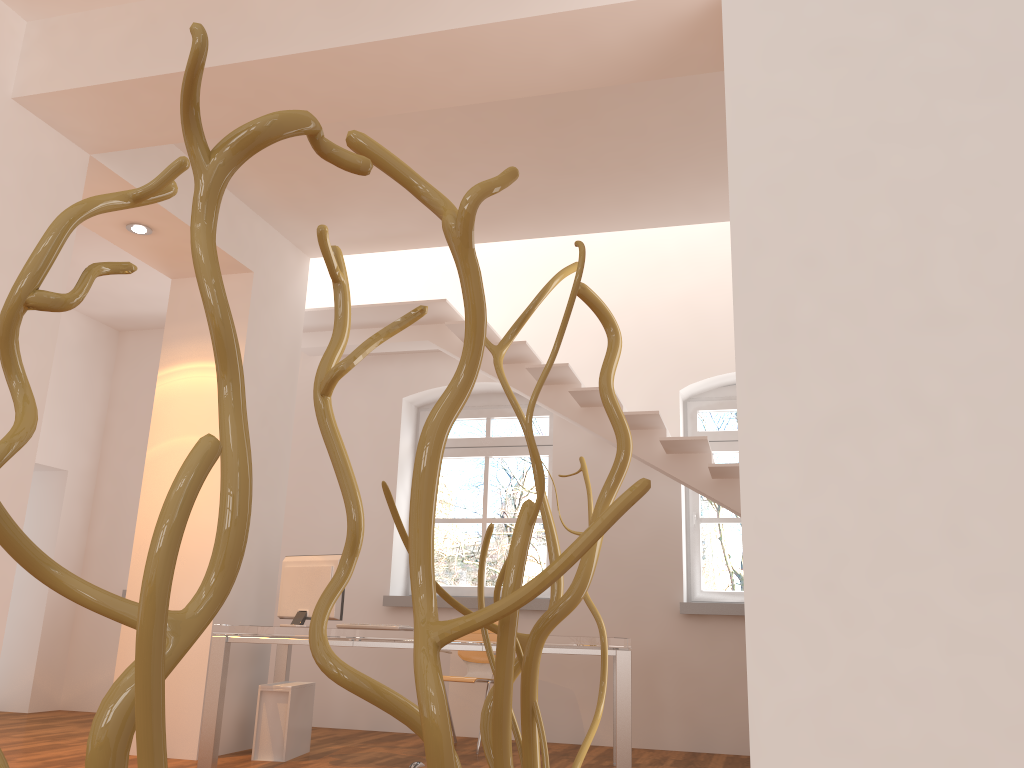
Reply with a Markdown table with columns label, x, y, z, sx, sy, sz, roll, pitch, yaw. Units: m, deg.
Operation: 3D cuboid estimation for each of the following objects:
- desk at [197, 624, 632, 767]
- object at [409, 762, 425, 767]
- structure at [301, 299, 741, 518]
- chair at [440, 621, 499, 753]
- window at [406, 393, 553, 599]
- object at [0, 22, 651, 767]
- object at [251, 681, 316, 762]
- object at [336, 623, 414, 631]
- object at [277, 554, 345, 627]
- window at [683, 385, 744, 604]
| label | x | y | z | sx | sy | sz | roll | pitch | yaw |
| --- | --- | --- | --- | --- | --- | --- | --- | --- | --- |
| desk | -0.459 | 1.814 | 5.105 | 2.239 | 0.750 | 1.092 | 0 | -16 | 6 |
| object | -0.544 | 2.186 | 5.087 | 0.054 | 0.035 | 0.115 | -6 | -17 | 25 |
| structure | 0.187 | 0.656 | 5.115 | 4.630 | 3.042 | 3.450 | -3 | -16 | 15 |
| chair | -0.295 | 2.025 | 6.023 | 0.495 | 0.829 | 0.464 | -7 | -18 | 30 |
| window | -0.224 | 0.917 | 7.398 | 1.308 | 1.737 | 0.142 | -3 | -16 | 15 |
| object | -0.038 | 0.360 | 0.526 | 0.284 | 1.112 | 0.655 | -10 | -19 | 35 |
| object | -1.377 | 2.041 | 5.383 | 0.200 | 0.422 | 0.474 | 0 | -16 | 6 |
| object | -0.849 | 1.504 | 5.495 | 0.467 | 0.031 | 0.200 | -6 | -17 | 25 |
| object | -1.228 | 1.217 | 5.232 | 0.245 | 0.418 | 0.516 | 17 | -21 | -42 |
| window | 1.985 | 0.820 | 6.791 | 1.308 | 1.737 | 0.142 | -3 | -16 | 15 |
